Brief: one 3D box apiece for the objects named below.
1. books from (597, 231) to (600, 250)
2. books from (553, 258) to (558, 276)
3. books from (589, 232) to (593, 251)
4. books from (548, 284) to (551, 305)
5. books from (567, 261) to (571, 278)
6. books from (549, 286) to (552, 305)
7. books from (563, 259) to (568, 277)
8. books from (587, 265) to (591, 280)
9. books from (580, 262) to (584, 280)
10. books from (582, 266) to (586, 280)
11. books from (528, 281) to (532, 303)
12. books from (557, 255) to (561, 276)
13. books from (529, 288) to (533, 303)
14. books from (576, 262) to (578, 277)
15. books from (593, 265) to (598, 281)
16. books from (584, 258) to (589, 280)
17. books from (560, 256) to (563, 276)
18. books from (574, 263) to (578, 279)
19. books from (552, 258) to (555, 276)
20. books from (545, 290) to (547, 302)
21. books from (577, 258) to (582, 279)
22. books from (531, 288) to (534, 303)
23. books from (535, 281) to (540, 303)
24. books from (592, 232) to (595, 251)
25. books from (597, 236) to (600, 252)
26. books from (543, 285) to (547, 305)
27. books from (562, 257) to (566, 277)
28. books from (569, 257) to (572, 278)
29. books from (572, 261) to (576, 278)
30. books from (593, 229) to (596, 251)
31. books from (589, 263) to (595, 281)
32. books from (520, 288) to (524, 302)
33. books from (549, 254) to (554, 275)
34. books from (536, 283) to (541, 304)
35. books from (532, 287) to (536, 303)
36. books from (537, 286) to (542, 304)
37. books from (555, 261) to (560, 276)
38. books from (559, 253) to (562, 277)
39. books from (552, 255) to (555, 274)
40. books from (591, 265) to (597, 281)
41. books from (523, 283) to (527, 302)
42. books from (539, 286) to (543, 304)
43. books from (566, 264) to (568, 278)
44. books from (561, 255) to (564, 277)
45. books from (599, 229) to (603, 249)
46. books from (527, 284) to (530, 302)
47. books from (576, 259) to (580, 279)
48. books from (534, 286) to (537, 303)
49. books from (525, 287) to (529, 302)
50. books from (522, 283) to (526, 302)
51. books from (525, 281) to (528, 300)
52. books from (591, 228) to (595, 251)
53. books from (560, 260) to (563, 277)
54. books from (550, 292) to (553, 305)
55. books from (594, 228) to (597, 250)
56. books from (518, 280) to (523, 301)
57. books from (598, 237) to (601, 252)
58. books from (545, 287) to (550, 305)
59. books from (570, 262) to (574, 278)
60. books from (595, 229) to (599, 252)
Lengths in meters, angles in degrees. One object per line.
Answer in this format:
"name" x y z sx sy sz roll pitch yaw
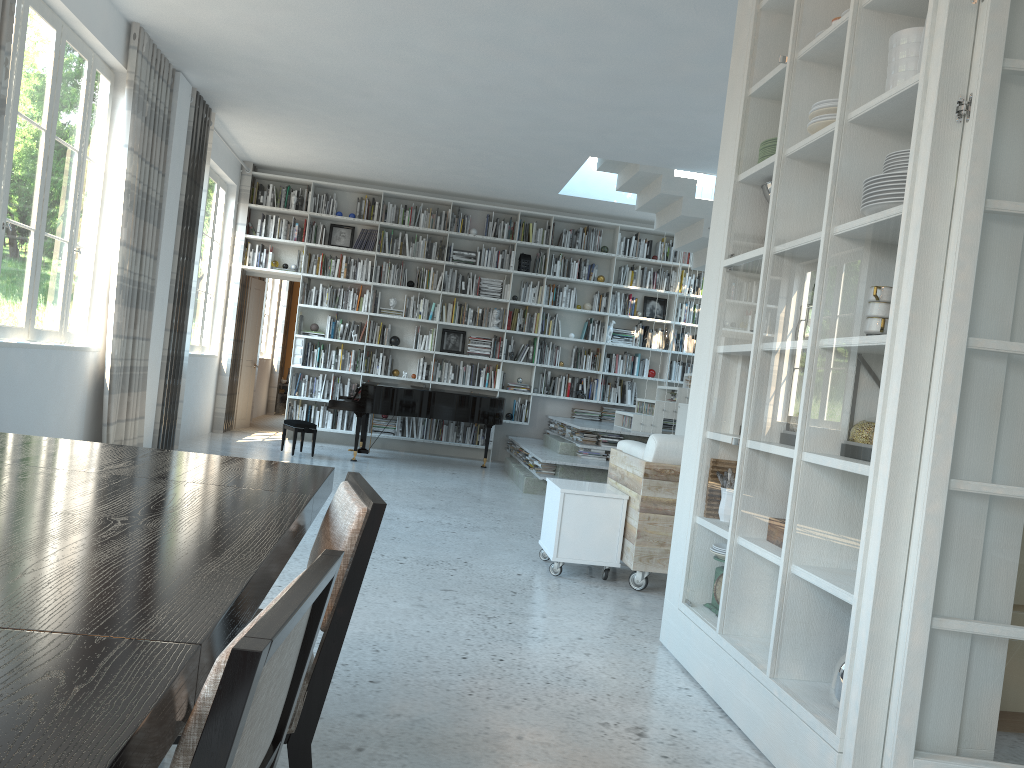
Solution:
"books" 1.069 -1.780 11.190 0.008 0.278 0.180 7 1 -7
"books" 0.534 -1.456 11.154 0.026 0.243 0.148 7 1 -7
"books" 0.984 -1.777 11.196 0.024 0.252 0.149 7 1 -7
"books" 0.460 -1.114 11.165 0.014 0.278 0.154 7 1 -7
"books" 0.702 -1.426 11.186 0.028 0.223 0.142 7 1 -7
"books" 0.473 -1.096 11.150 0.014 0.248 0.176 7 1 -7
"books" 0.664 -1.440 11.159 0.027 0.241 0.160 7 1 -7
"books" 0.950 -1.391 11.200 0.030 0.213 0.156 7 1 -7
"books" 0.867 -1.414 11.184 0.030 0.238 0.185 7 1 -7
"books" 0.892 -1.383 11.192 0.027 0.181 0.176 7 1 -7
"books" 0.216 -1.140 11.103 0.028 0.275 0.186 7 1 -7
"books" 0.581 -1.471 11.157 0.011 0.283 0.173 7 1 -7
"books" 0.226 -1.099 11.117 0.024 0.195 0.172 7 1 -7
"books" 0.803 -1.414 11.180 0.011 0.222 0.159 7 1 -7
"books" 1.050 -1.388 11.227 0.026 0.229 0.140 7 1 -7
"books" 0.927 -1.431 11.181 0.029 0.285 0.183 7 1 -7
"books" 0.605 -1.461 11.154 0.010 0.268 0.166 7 1 -7
"books" 0.788 -1.409 11.165 0.021 0.209 0.180 7 1 -7
"books" 0.515 -1.457 11.158 0.012 0.239 0.138 7 1 -7
"books" 0.412 -1.085 11.168 0.013 0.210 0.140 7 1 -7
"books" 0.847 -1.440 11.199 0.012 0.285 0.159 7 1 -7
"books" 0.244 -1.097 11.122 0.027 0.196 0.185 7 1 -7
"books" 0.305 -1.139 11.137 0.028 0.293 0.154 7 1 -7
"books" 1.012 -1.777 11.196 0.014 0.258 0.149 7 1 -7
"books" 1.076 -1.747 11.206 0.018 0.214 0.157 7 1 -7
"books" 0.397 -1.107 11.138 0.028 0.251 0.190 7 1 -7
"books" 0.644 -1.460 11.180 0.012 0.276 0.133 7 1 -7
"books" 0.726 -1.454 11.185 0.013 0.284 0.154 7 1 -7
"books" 0.766 -1.425 11.177 0.023 0.237 0.149 7 1 -7
"books" 1.028 -1.796 11.203 0.019 0.299 0.137 7 1 -7
"books" 0.994 -1.397 11.193 0.054 0.235 0.171 7 1 -7
"books" 0.116 -1.107 11.104 0.028 0.185 0.181 7 1 -7
"books" 0.497 -1.482 11.141 0.012 0.285 0.159 7 1 -7
"books" 0.320 -1.129 11.137 0.025 0.277 0.173 7 1 -7
"books" 0.265 -1.102 11.125 0.029 0.211 0.157 7 1 -7
"books" 0.335 -1.103 11.123 0.028 0.230 0.176 7 1 -7
"books" 0.560 -1.435 11.139 0.026 0.208 0.181 7 1 -7
"books" 0.595 -1.481 11.153 0.014 0.307 0.152 7 1 -7
"books" 0.505 -1.478 11.162 0.011 0.280 0.133 7 1 -7
"books" 1.015 -1.386 11.205 0.048 0.216 0.182 7 1 -7
"books" 0.154 -1.135 11.123 0.028 0.250 0.164 7 1 -7
"books" 0.353 -1.105 11.140 0.026 0.238 0.173 7 1 -7
"books" 0.681 -1.425 11.180 0.014 0.215 0.132 7 1 -7
"books" 0.630 -1.471 11.172 0.021 0.296 0.138 7 1 -7
"books" 1.108 -1.789 11.200 0.006 0.306 0.163 7 1 -7
"books" 0.194 -1.123 11.123 0.023 0.236 0.178 7 1 -7
"books" 0.817 -1.433 11.183 0.012 0.264 0.156 7 1 -7
"books" 0.285 -1.111 11.134 0.024 0.234 0.149 7 1 -7
"books" 0.177 -1.111 11.127 0.023 0.207 0.171 7 1 -7
"books" 0.136 -1.133 11.126 0.024 0.242 0.159 7 1 -7
"books" 0.170 -1.146 11.126 0.019 0.275 0.146 7 1 -7
"books" 1.004 -1.802 11.188 0.008 0.307 0.182 7 1 -7
"books" 0.613 -1.443 11.164 0.012 0.236 0.165 7 1 -7
"books" 0.485 -1.060 11.165 0.021 0.179 0.136 7 1 -7
"books" 1.041 -1.805 11.221 0.008 0.321 0.133 7 1 -7
"books" 0.107 -1.159 11.123 0.018 0.285 0.159 7 1 -7
"books" 1.092 -1.742 11.199 0.014 0.209 0.188 7 1 -7
"books" 0.435 -1.098 11.167 0.030 0.242 0.138 7 1 -7
"books" 0.740 -1.418 11.186 0.025 0.216 0.144 7 1 -7
"books" 1.059 -1.791 11.195 0.013 0.297 0.188 7 1 -7
